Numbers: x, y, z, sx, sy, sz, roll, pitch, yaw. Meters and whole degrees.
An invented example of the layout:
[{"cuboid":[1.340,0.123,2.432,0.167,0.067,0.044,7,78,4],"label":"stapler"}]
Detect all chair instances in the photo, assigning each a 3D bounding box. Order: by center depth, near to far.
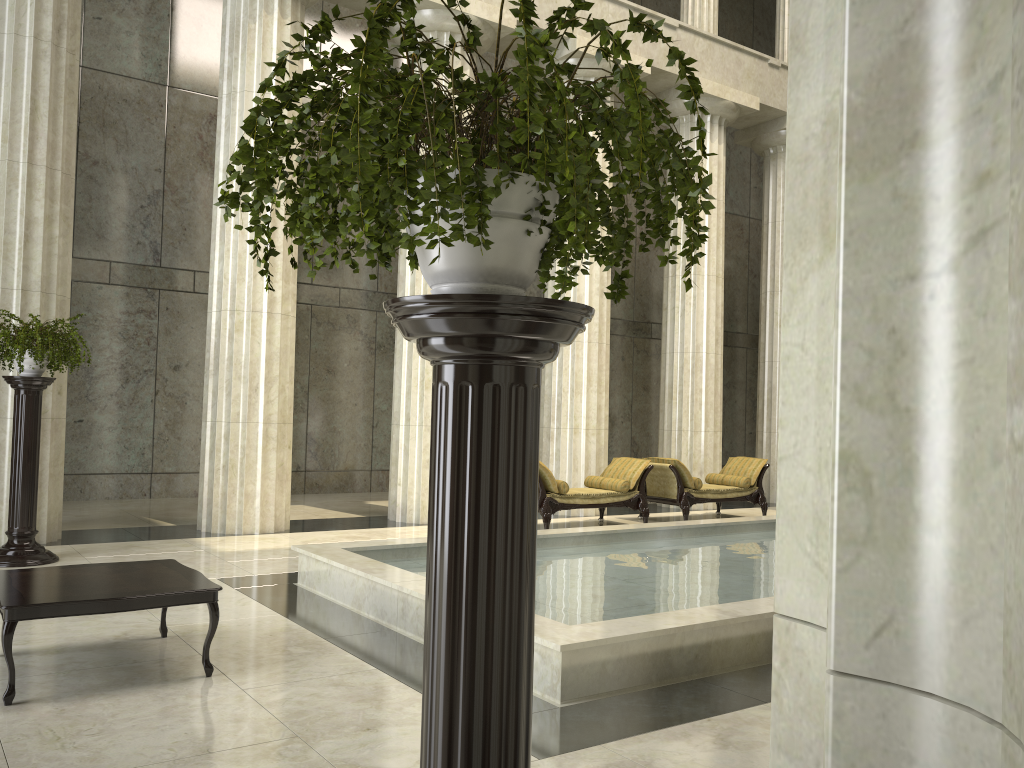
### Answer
[{"cuboid":[0.878,1.471,11.993,2.172,0.950,0.993,3,-2,-35],"label":"chair"},{"cuboid":[2.900,1.579,13.404,2.172,0.950,0.993,3,-2,-35],"label":"chair"}]

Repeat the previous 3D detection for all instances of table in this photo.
[{"cuboid":[-2.358,1.361,5.057,1.123,0.494,1.134,3,-3,-36],"label":"table"}]

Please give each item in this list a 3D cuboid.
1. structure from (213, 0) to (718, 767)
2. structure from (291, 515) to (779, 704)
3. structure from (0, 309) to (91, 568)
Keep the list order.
[{"cuboid":[-0.099,0.366,1.847,1.053,2.386,1.159,2,-2,-5],"label":"structure"},{"cuboid":[3.908,1.874,9.395,11.573,0.508,3.754,3,-2,-35],"label":"structure"},{"cuboid":[-4.568,0.466,8.333,1.159,2.386,1.053,2,-2,-5],"label":"structure"}]
